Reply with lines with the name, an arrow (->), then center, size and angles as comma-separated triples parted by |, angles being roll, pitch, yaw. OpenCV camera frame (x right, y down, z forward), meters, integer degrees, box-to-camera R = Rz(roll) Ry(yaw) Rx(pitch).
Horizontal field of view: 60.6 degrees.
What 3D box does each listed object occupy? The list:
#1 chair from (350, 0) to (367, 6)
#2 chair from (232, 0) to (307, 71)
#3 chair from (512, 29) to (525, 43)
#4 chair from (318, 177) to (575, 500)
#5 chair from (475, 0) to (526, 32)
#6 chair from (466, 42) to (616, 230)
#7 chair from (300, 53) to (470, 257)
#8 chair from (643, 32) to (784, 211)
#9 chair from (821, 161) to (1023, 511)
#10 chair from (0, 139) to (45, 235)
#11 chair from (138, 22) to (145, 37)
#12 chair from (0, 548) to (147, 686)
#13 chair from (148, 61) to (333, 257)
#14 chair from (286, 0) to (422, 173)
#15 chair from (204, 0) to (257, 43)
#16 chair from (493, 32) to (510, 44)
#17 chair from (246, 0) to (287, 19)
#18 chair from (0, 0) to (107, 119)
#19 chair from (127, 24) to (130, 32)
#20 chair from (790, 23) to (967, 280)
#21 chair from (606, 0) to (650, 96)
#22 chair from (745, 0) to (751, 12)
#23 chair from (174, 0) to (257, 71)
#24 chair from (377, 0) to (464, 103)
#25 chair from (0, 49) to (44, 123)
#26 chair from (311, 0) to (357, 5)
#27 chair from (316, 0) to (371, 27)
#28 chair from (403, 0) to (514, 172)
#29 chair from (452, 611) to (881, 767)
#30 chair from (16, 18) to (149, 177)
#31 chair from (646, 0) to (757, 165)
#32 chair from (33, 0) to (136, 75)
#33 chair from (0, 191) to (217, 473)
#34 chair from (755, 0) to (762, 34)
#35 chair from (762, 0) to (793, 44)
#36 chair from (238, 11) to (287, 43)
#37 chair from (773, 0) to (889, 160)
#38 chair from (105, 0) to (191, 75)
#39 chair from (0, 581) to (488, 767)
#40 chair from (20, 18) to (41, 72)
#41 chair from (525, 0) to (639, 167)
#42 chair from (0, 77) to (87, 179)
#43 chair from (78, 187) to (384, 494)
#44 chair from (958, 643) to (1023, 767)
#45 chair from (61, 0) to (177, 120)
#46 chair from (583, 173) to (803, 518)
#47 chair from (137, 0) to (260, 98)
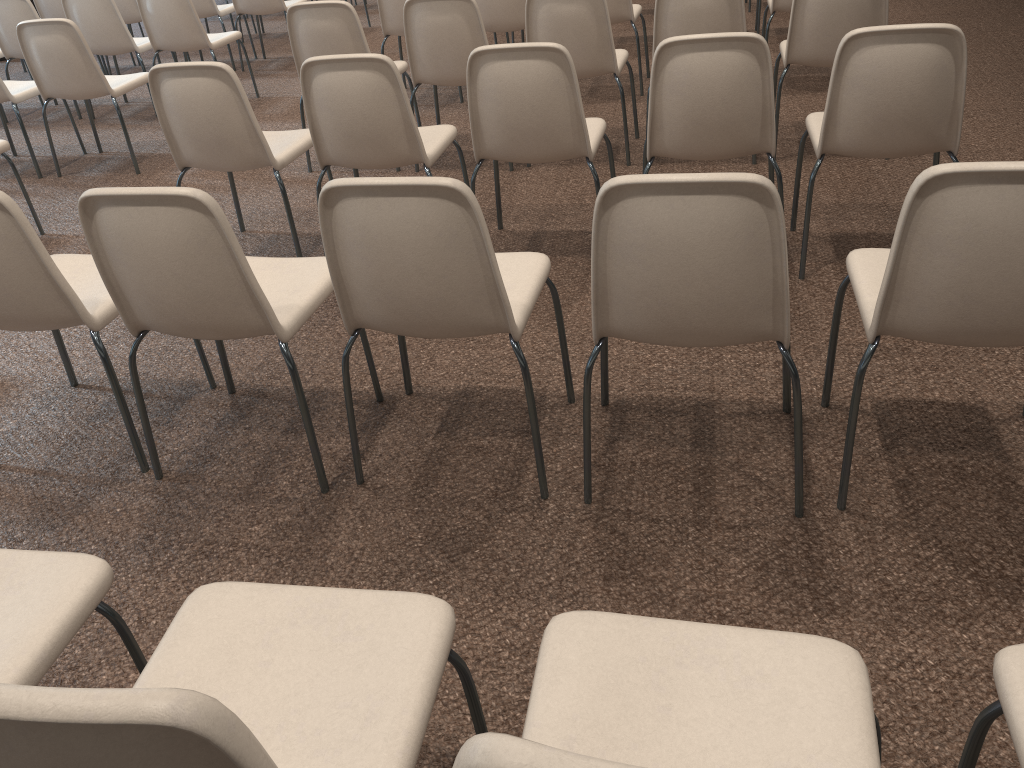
chair -> -1.456, -4.443, 9.253 | 0.532, 0.845, 0.593 | 1, 29, 14
chair -> -1.961, -3.040, 7.100 | 0.531, 0.845, 0.594 | 0, 29, 12
chair -> 0.253, -3.002, 6.658 | 0.531, 0.845, 0.594 | 0, 29, 13
chair -> -0.164, -0.210, 2.272 | 0.532, 0.845, 0.593 | 1, 29, 14
chair -> -0.023, -2.281, 5.554 | 0.532, 0.845, 0.593 | 2, 30, 15
chair -> 0.108, -0.910, 3.342 | 0.532, 0.845, 0.593 | 1, 29, 14
chair -> -0.493, -0.915, 3.453 | 0.531, 0.845, 0.593 | 1, 29, 13
chair -> 0.716, -0.883, 3.194 | 0.531, 0.845, 0.594 | 0, 29, 12
chair -> 1.031, -0.179, 2.014 | 0.532, 0.845, 0.593 | 1, 30, 14
chair -> -2.621, -0.990, 3.940 | 0.532, 0.845, 0.593 | 1, 29, 14
chair -> -4.089, -3.769, 8.631 | 0.532, 0.845, 0.593 | 1, 29, 14
chair -> -0.948, 0.460, 1.336 | 0.531, 0.845, 0.594 | 0, 29, 12
chair -> -1.090, -0.942, 3.600 | 0.532, 0.845, 0.593 | 2, 30, 15
chair -> -0.840, -1.614, 4.630 | 0.532, 0.845, 0.593 | 2, 30, 15
chair -> -2.869, -3.733, 8.363 | 0.531, 0.845, 0.594 | 0, 29, 12
chair -> -0.362, -3.005, 6.769 | 0.531, 0.845, 0.594 | 1, 29, 13
chair -> -2.653, -4.475, 9.510 | 0.532, 0.845, 0.593 | 1, 29, 14
chair -> -3.334, -2.386, 6.292 | 0.531, 0.845, 0.594 | 1, 29, 13
chair -> -3.472, -3.765, 8.519 | 0.531, 0.845, 0.594 | 1, 29, 13
chair -> 1.275, -0.853, 3.049 | 0.532, 0.845, 0.593 | 1, 29, 14
chair -> 0.558, -2.279, 5.451 | 0.532, 0.845, 0.593 | 2, 30, 15
chair -> 2.222, -3.592, 7.260 | 0.531, 0.845, 0.594 | 0, 29, 12
chair -> -2.544, -3.071, 7.250 | 0.531, 0.845, 0.594 | 0, 29, 12
chair -> -0.581, -2.311, 5.699 | 0.531, 0.845, 0.594 | 0, 29, 12
chair -> -3.934, -2.390, 6.403 | 0.531, 0.845, 0.594 | 0, 29, 12
chair -> -2.054, -4.447, 9.363 | 0.531, 0.845, 0.594 | 0, 29, 12
chair -> -1.707, -3.699, 8.109 | 0.532, 0.845, 0.593 | 2, 30, 15
chair -> -0.247, -1.577, 4.467 | 0.532, 0.845, 0.593 | 2, 30, 15
chair -> 0.214, 0.513, 1.051 | 0.532, 0.845, 0.593 | 1, 29, 14
chair -> -2.382, -1.684, 5.007 | 0.531, 0.845, 0.594 | 0, 29, 12
chair -> 0.907, -1.547, 4.220 | 0.532, 0.845, 0.593 | 1, 29, 14
chair -> -3.695, -3.095, 7.487 | 0.531, 0.845, 0.594 | 0, 29, 11
chair -> -1.302, -0.243, 2.519 | 0.531, 0.845, 0.594 | 0, 29, 11
chair -> 2.017, -2.936, 6.248 | 0.532, 0.845, 0.593 | 2, 30, 15
chair -> 1.753, -2.247, 5.193 | 0.532, 0.845, 0.593 | 1, 29, 14
chair -> -2.307, -3.713, 8.234 | 0.532, 0.845, 0.593 | 2, 30, 15
chair -> 1.498, -1.545, 4.115 | 0.532, 0.845, 0.593 | 2, 30, 15
chair -> -3.159, -3.075, 7.362 | 0.532, 0.845, 0.593 | 2, 30, 15
chair -> -0.347, 0.493, 1.180 | 0.531, 0.845, 0.594 | 0, 29, 11
chair -> -4.300, -3.109, 7.613 | 0.531, 0.845, 0.594 | 0, 29, 12
chair -> 0.330, -1.579, 4.372 | 0.532, 0.845, 0.593 | 1, 30, 14
chair -> -2.987, -1.689, 5.119 | 0.531, 0.845, 0.594 | 1, 29, 13
chair -> -0.745, -0.212, 2.375 | 0.532, 0.845, 0.593 | 1, 29, 14
chair -> 0.814, 0.526, 0.926 | 0.532, 0.845, 0.593 | 2, 30, 15
chair -> -2.729, -2.359, 6.145 | 0.531, 0.845, 0.594 | 0, 29, 12
chair -> 0.431, -0.183, 2.125 | 0.531, 0.845, 0.593 | 1, 29, 13
chair -> -2.169, -2.329, 6.000 | 0.532, 0.845, 0.593 | 1, 29, 14
